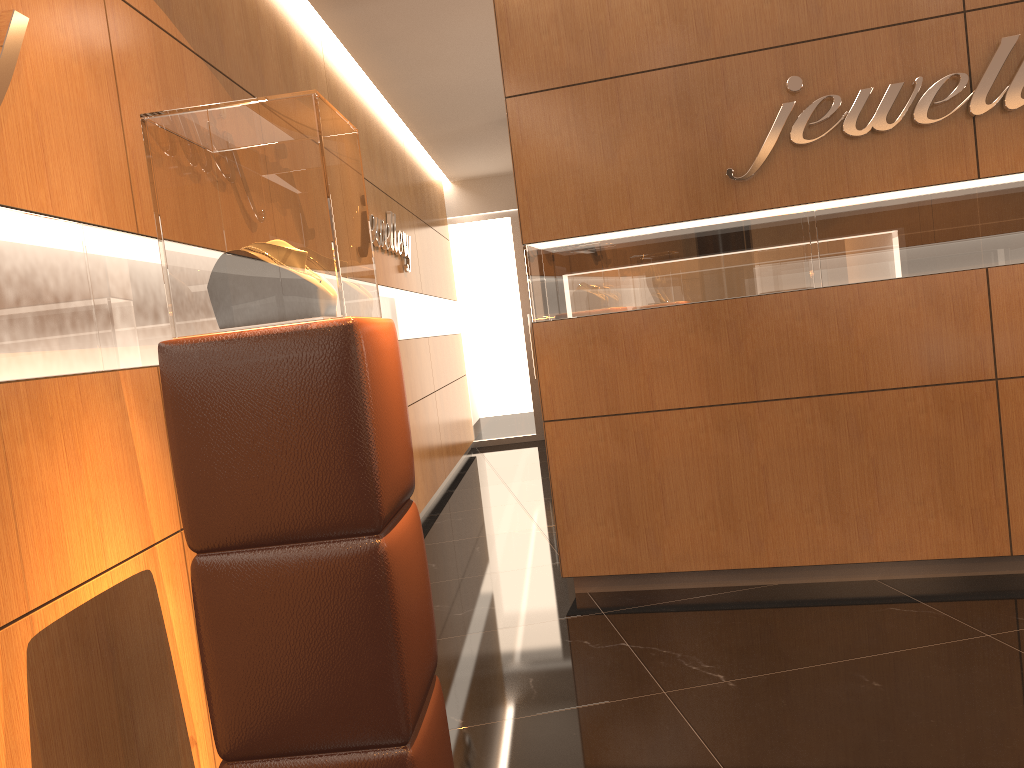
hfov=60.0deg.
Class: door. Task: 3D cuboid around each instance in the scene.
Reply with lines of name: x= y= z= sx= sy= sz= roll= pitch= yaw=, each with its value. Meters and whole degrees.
door: x=-0.312 y=-0.659 z=11.032 sx=1.249 sy=2.882 sz=0.134 roll=-7 pitch=4 yaw=4

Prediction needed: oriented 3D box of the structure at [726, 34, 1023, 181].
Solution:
structure: x=1.992 y=-1.288 z=3.987 sx=2.050 sy=0.442 sz=0.034 roll=-6 pitch=4 yaw=15

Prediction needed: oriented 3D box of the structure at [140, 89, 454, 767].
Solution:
structure: x=-0.498 y=0.341 z=2.210 sx=0.498 sy=1.968 sz=0.484 roll=-7 pitch=4 yaw=3

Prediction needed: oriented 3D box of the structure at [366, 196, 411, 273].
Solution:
structure: x=-0.937 y=-1.100 z=6.651 sx=0.034 sy=0.442 sz=2.050 roll=-7 pitch=4 yaw=4

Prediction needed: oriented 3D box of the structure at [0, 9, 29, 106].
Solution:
structure: x=-1.241 y=-0.722 z=1.158 sx=0.034 sy=0.442 sz=2.050 roll=-7 pitch=4 yaw=4
